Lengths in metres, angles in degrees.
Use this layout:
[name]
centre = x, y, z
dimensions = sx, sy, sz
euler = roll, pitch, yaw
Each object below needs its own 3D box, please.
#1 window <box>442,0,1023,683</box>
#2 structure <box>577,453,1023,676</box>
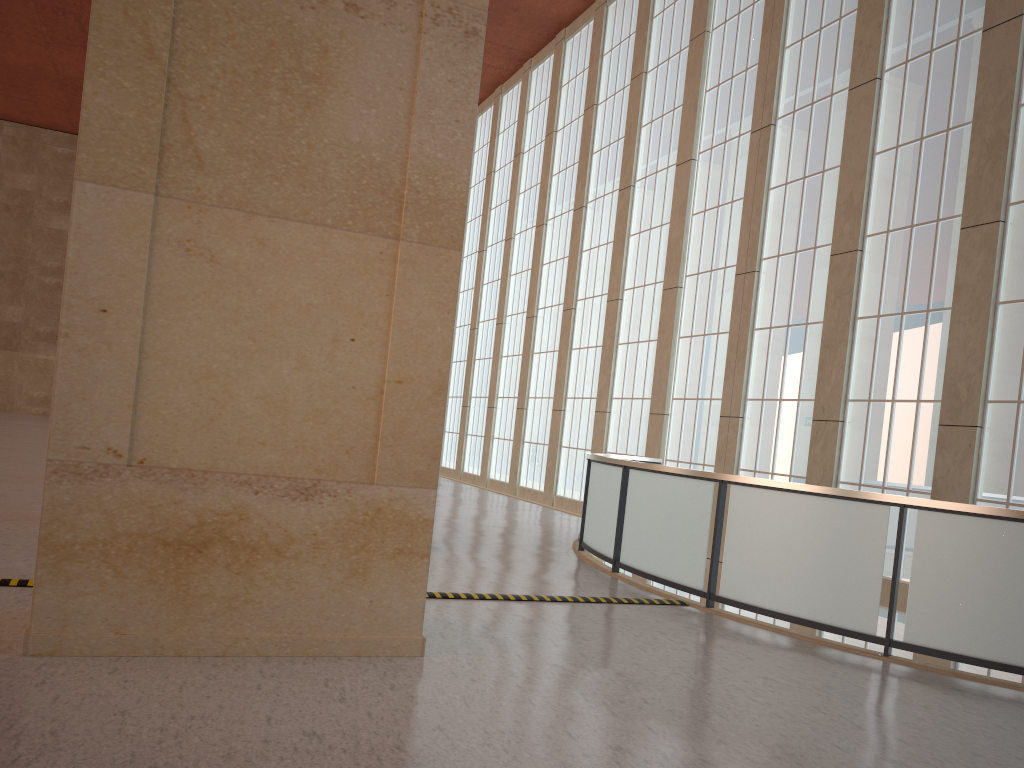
[window]
centre = -16.268, 1.280, 75.253
dimensions = 0.010, 28.646, 164.620
euler = 6, -3, -22
[structure]
centre = 4.521, 2.347, 13.203
dimensions = 5.262, 1.795, 13.045
euler = 8, -3, -32
